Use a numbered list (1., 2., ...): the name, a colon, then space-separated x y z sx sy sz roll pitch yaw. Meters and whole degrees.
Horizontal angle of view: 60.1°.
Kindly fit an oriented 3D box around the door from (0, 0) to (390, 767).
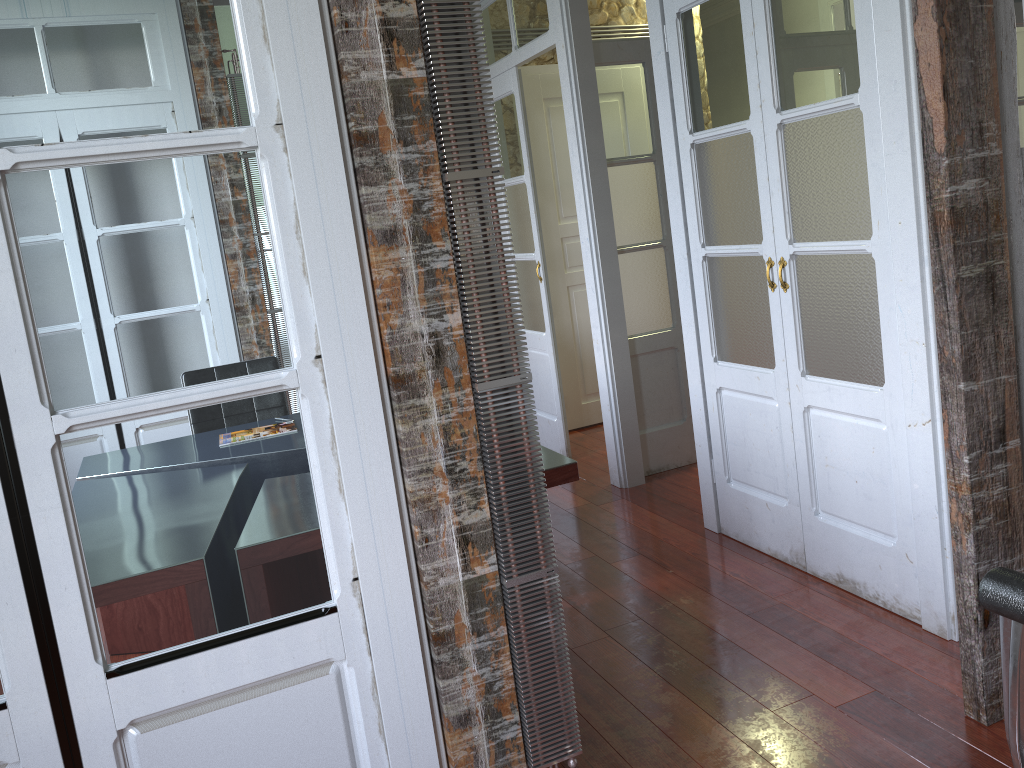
1. door: -0.817 0.150 1.449 1.164 2.166 0.041 -11 8 -21

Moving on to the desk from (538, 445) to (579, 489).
1. desk: -0.749 0.585 3.195 1.451 0.649 1.720 -12 11 -21

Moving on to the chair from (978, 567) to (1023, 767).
1. chair: 0.837 0.631 0.816 0.701 1.015 0.668 -11 9 -17

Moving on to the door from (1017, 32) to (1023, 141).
1. door: 3.661 -1.220 5.708 1.080 2.071 0.041 -11 8 -21

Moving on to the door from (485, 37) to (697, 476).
1. door: 0.259 -0.621 4.758 1.187 2.166 0.486 0 11 42

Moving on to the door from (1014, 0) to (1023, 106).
1. door: 2.361 -0.771 4.272 1.080 2.071 0.041 -11 8 -21

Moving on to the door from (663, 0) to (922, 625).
1. door: 0.925 -0.391 3.038 0.041 2.164 1.062 -11 9 -21

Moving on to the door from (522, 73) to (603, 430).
1. door: 0.573 -0.867 5.664 0.872 2.202 0.146 -11 8 -21
